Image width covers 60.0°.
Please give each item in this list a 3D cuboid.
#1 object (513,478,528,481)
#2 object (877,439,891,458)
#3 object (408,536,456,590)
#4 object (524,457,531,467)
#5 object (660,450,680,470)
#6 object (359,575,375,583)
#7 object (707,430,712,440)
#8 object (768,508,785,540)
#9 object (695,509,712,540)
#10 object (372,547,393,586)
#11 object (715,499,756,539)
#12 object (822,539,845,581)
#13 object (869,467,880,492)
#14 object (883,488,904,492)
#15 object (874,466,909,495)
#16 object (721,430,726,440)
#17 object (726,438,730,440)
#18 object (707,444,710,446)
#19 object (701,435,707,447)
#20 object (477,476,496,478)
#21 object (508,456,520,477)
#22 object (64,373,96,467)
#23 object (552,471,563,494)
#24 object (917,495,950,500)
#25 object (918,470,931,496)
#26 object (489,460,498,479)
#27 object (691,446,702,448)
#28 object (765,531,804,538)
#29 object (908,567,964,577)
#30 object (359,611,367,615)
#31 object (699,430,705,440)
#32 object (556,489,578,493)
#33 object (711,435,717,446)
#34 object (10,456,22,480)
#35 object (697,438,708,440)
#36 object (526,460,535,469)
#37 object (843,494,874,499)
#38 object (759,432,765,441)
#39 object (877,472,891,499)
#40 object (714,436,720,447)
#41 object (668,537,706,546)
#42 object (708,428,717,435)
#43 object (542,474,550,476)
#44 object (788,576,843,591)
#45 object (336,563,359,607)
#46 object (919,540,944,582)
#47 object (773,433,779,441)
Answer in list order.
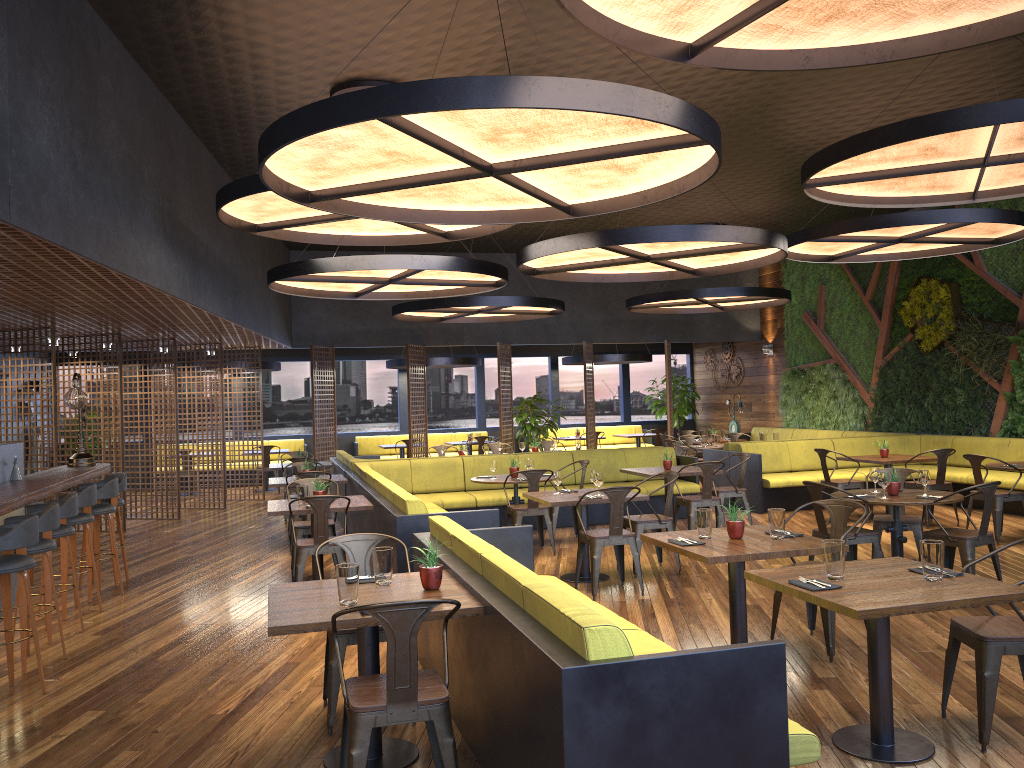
[{"bbox_3d":[0.094,1.036,9.651,0.157,0.019,0.255,-2,-1,-8],"label":"object"},{"bbox_3d":[4.664,0.787,11.142,0.260,0.271,0.238,-2,-1,24],"label":"object"},{"bbox_3d":[-0.380,0.837,4.222,0.238,0.271,0.260,-2,-1,-10],"label":"object"},{"bbox_3d":[0.186,0.947,10.169,0.097,0.206,0.097,-2,-1,23],"label":"object"},{"bbox_3d":[1.822,0.864,10.360,0.260,0.271,0.238,-2,-1,20],"label":"object"},{"bbox_3d":[-0.718,0.977,4.471,0.255,0.019,0.157,-2,-1,-16],"label":"object"},{"bbox_3d":[3.702,0.948,16.573,0.102,0.178,0.102,-2,-1,20],"label":"object"},{"bbox_3d":[1.582,0.838,5.293,0.102,0.178,0.102,-2,-1,-10],"label":"object"},{"bbox_3d":[1.168,0.853,5.387,0.102,0.178,0.102,-3,-1,40],"label":"object"},{"bbox_3d":[-0.630,0.892,4.333,0.102,0.178,0.102,-1,-1,-30],"label":"object"},{"bbox_3d":[1.344,0.801,5.379,0.238,0.271,0.260,-2,-1,24],"label":"object"},{"bbox_3d":[1.505,0.822,4.140,0.102,0.178,0.102,-1,-1,-40],"label":"object"},{"bbox_3d":[3.091,0.815,7.550,0.097,0.206,0.097,-2,-1,-8],"label":"object"},{"bbox_3d":[3.264,0.904,7.589,0.157,0.019,0.255,-2,-1,27],"label":"object"},{"bbox_3d":[3.116,0.775,7.282,0.260,0.271,0.238,-2,-1,24],"label":"object"},{"bbox_3d":[3.902,0.939,16.363,0.102,0.178,0.102,-2,-1,20],"label":"object"},{"bbox_3d":[4.044,1.015,16.452,0.157,0.019,0.255,-2,-1,-16],"label":"object"},{"bbox_3d":[3.246,1.015,14.806,0.157,0.019,0.255,-2,-1,-16],"label":"object"},{"bbox_3d":[3.141,0.933,14.497,0.102,0.178,0.102,-1,-1,-30],"label":"object"},{"bbox_3d":[-0.273,1.054,10.062,0.255,0.019,0.157,-2,-1,17],"label":"object"},{"bbox_3d":[0.014,0.915,10.016,0.238,0.271,0.260,-2,-1,6],"label":"object"},{"bbox_3d":[-4.394,0.363,9.030,0.263,0.944,0.566,-1,-1,-23],"label":"object"},{"bbox_3d":[0.422,0.909,8.174,0.097,0.206,0.097,-1,-1,-23],"label":"object"},{"bbox_3d":[3.310,0.894,7.018,0.157,0.019,0.255,-1,-1,-37],"label":"object"},{"bbox_3d":[3.344,0.802,7.190,0.097,0.206,0.097,-2,-1,26],"label":"object"},{"bbox_3d":[-0.205,0.955,9.904,0.097,0.206,0.097,-2,-1,26],"label":"object"},{"bbox_3d":[3.004,1.016,14.405,0.157,0.019,0.255,-2,-1,-16],"label":"object"},{"bbox_3d":[1.680,0.917,5.437,0.157,0.019,0.255,-2,-1,-16],"label":"object"},{"bbox_3d":[2.017,0.887,4.191,0.157,0.019,0.255,-2,-1,-16],"label":"object"},{"bbox_3d":[-0.576,0.963,3.822,0.255,0.019,0.157,-2,-1,-16],"label":"object"},{"bbox_3d":[3.525,0.952,16.445,0.102,0.178,0.102,-1,-1,-30],"label":"object"},{"bbox_3d":[0.523,1.002,8.316,0.157,0.019,0.255,-2,-1,-15],"label":"object"},{"bbox_3d":[3.359,0.930,14.712,0.102,0.178,0.102,-1,-1,-30],"label":"object"},{"bbox_3d":[-4.151,0.701,7.404,0.114,0.203,0.069,-2,-1,19],"label":"object"},{"bbox_3d":[3.614,1.033,16.712,0.255,0.019,0.157,-2,-1,-16],"label":"object"},{"bbox_3d":[0.204,0.941,9.784,0.097,0.206,0.097,-2,-1,10],"label":"object"},{"bbox_3d":[2.845,0.912,7.215,0.255,0.019,0.157,-2,-1,-17],"label":"object"},{"bbox_3d":[4.221,0.906,14.945,0.102,0.178,0.102,-1,-1,-30],"label":"object"},{"bbox_3d":[2.989,0.812,7.123,0.097,0.206,0.097,-1,-1,-43],"label":"object"},{"bbox_3d":[3.322,0.925,14.349,0.102,0.178,0.102,-2,-1,20],"label":"object"},{"bbox_3d":[1.031,0.935,5.295,0.157,0.019,0.255,-2,-1,-16],"label":"object"},{"bbox_3d":[3.723,0.898,16.379,0.238,0.271,0.260,-2,-1,6],"label":"object"},{"bbox_3d":[0.329,1.035,10.064,0.255,0.019,0.157,-2,-1,-13],"label":"object"},{"bbox_3d":[1.368,0.905,4.048,0.157,0.019,0.255,-2,-1,-16],"label":"object"},{"bbox_3d":[-0.724,0.889,3.919,0.102,0.178,0.102,-2,-1,20],"label":"object"},{"bbox_3d":[1.919,0.808,4.047,0.102,0.178,0.102,-1,-1,-40],"label":"object"},{"bbox_3d":[4.388,0.898,14.727,0.102,0.178,0.102,-1,-1,-30],"label":"object"}]
